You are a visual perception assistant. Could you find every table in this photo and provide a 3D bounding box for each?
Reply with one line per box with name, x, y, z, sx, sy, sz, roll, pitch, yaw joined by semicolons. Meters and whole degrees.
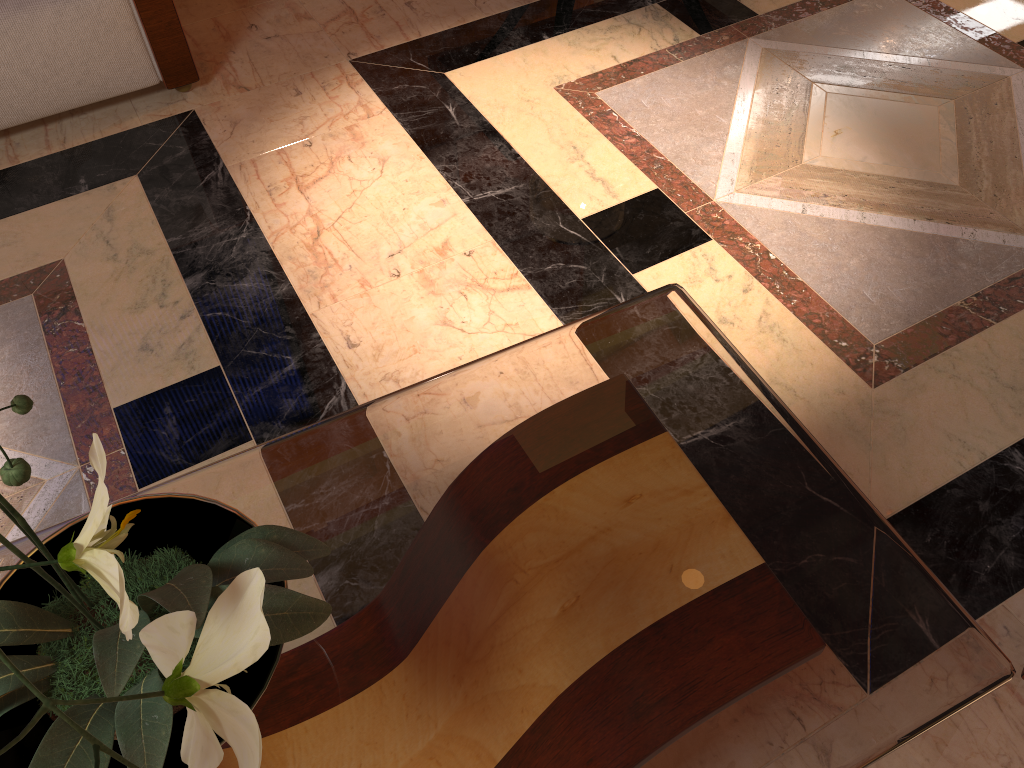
table;-0.263;0.518;1.219;1.565;0.486;0.734;-22;53;-15

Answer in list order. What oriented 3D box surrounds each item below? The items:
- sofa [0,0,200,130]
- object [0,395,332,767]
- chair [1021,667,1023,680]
sofa;-1.893;-1.042;2.288;1.806;0.914;0.622;-24;54;-17
object;-0.413;0.182;0.795;0.794;0.605;0.422;31;58;25
chair;1.284;0.128;1.165;0.634;0.942;0.746;32;59;25
